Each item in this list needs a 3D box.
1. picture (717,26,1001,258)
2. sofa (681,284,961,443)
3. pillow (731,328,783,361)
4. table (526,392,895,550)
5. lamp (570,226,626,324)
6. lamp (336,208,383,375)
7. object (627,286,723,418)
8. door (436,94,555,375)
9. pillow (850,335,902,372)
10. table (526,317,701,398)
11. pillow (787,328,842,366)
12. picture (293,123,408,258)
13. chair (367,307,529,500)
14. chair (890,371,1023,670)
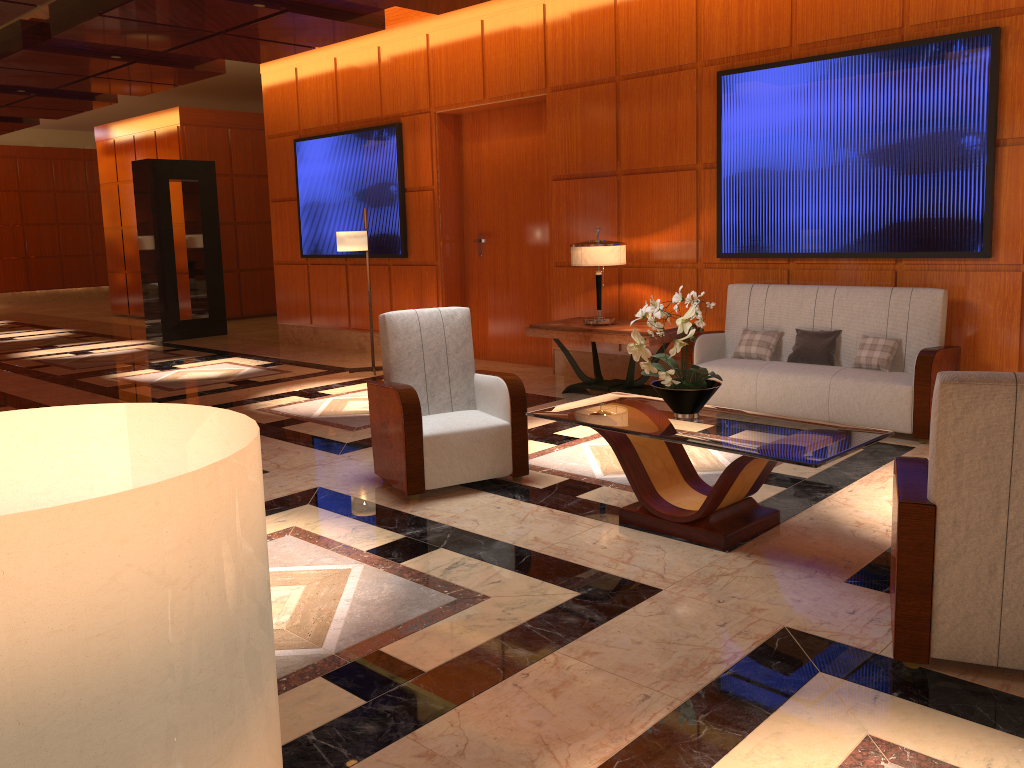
[{"bbox_3d":[2.370,-1.634,6.364,2.001,1.444,0.057,7,11,43],"label":"picture"},{"bbox_3d":[2.121,-0.213,6.253,1.803,0.927,0.615,7,12,43],"label":"sofa"},{"bbox_3d":[1.815,-0.292,6.587,0.195,0.226,0.345,-9,12,-41],"label":"pillow"},{"bbox_3d":[0.874,0.418,4.192,0.725,0.493,1.564,-10,13,-43],"label":"table"},{"bbox_3d":[0.712,-0.899,7.287,0.458,0.789,0.461,-1,8,5],"label":"lamp"},{"bbox_3d":[-1.491,-0.930,8.923,0.360,1.652,0.529,3,9,33],"label":"lamp"},{"bbox_3d":[0.809,-0.150,4.239,0.417,0.614,0.792,1,10,20],"label":"object"},{"bbox_3d":[-0.078,-1.495,9.055,1.541,2.637,0.342,6,11,43],"label":"door"},{"bbox_3d":[2.456,-0.201,5.985,0.203,0.228,0.274,-10,12,-44],"label":"pillow"},{"bbox_3d":[0.830,-0.198,7.387,1.273,0.603,0.728,7,13,43],"label":"table"},{"bbox_3d":[2.152,-0.263,6.311,0.358,0.251,0.161,6,11,39],"label":"pillow"},{"bbox_3d":[-1.918,-2.201,10.338,2.001,1.444,0.057,7,11,43],"label":"picture"},{"bbox_3d":[-0.380,0.067,5.009,0.739,0.956,0.631,-6,10,-28],"label":"chair"},{"bbox_3d":[1.599,0.399,2.771,0.738,0.956,0.632,2,9,22],"label":"chair"}]
